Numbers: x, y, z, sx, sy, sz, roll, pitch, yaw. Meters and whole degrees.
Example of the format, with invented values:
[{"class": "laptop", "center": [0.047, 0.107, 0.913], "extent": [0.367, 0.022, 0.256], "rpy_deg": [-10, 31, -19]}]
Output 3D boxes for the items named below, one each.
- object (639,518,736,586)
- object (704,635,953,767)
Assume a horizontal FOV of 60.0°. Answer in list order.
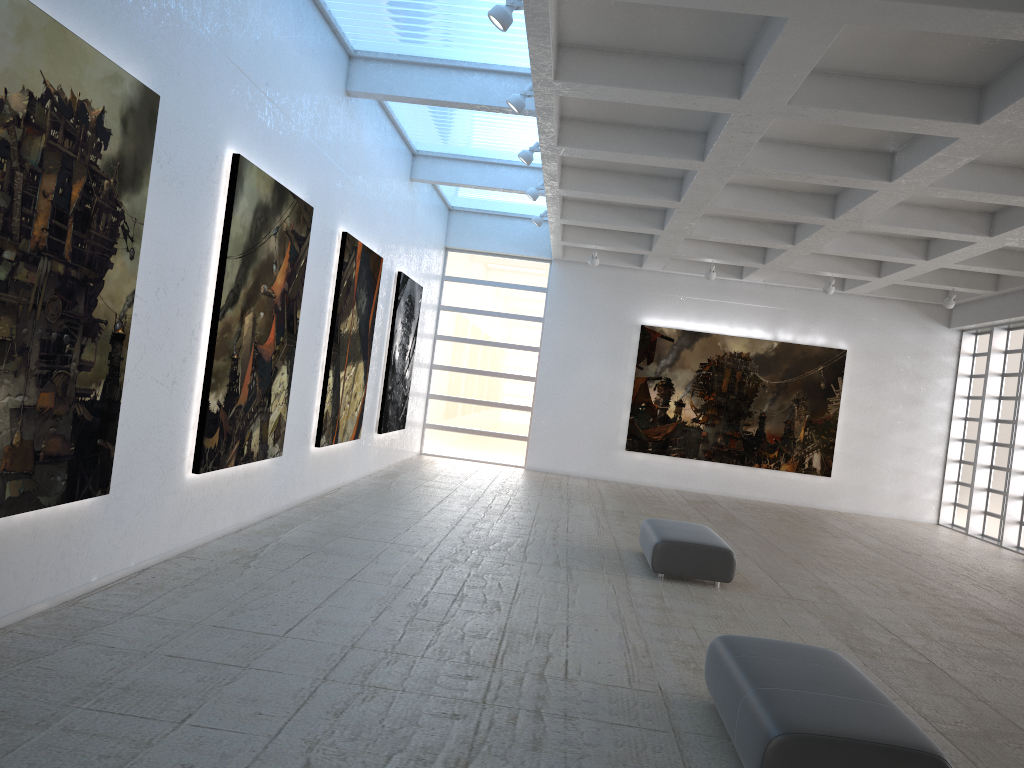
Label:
[{"class": "object", "center": [3.538, 3.406, 18.283], "extent": [1.616, 0.828, 3.044], "rpy_deg": [7, 0, 4]}, {"class": "object", "center": [2.934, 3.311, 8.783], "extent": [1.616, 0.828, 3.044], "rpy_deg": [7, 0, 4]}]
